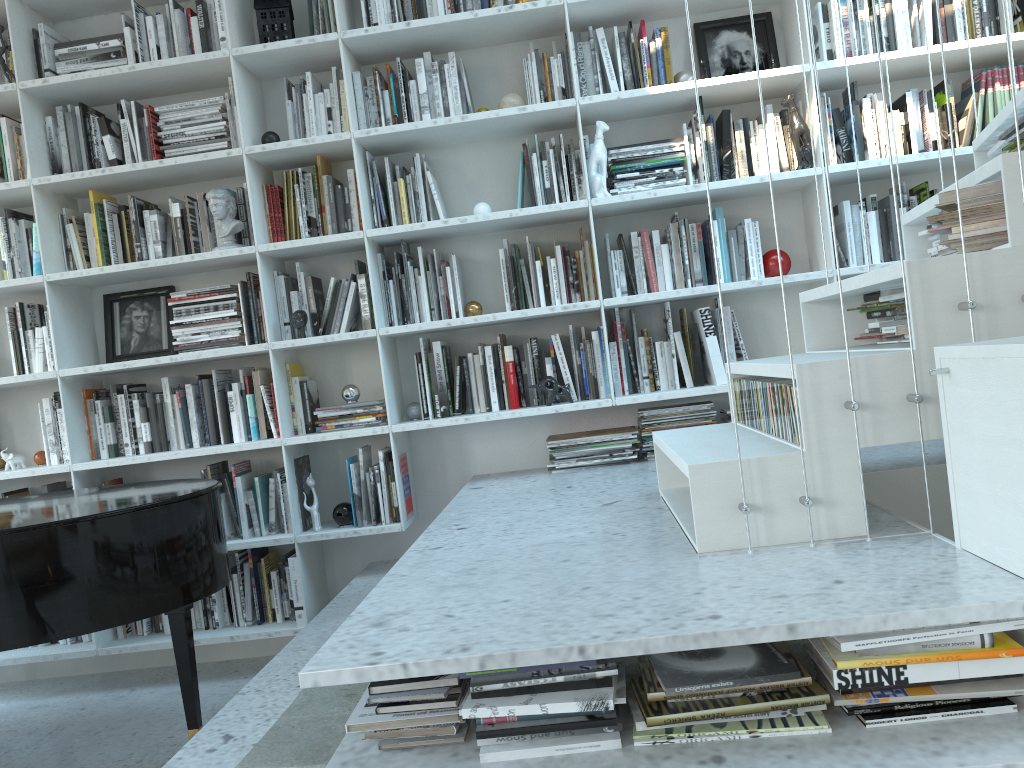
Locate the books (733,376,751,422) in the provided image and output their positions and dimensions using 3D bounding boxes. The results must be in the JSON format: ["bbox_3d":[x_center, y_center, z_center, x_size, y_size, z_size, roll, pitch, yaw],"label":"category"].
[{"bbox_3d":[0.698,0.039,2.517,0.125,0.125,0.009,-7,2,4],"label":"books"}]

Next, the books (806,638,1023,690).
[{"bbox_3d":[0.626,0.420,1.392,0.284,0.030,0.177,-7,1,5],"label":"books"}]

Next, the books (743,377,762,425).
[{"bbox_3d":[0.687,0.043,2.364,0.125,0.125,0.008,-7,2,4],"label":"books"}]

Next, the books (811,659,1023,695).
[{"bbox_3d":[0.630,0.442,1.401,0.268,0.014,0.160,-7,1,3],"label":"books"}]

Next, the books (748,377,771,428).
[{"bbox_3d":[0.683,0.045,2.303,0.125,0.125,0.008,-7,2,4],"label":"books"}]

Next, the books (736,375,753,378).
[{"bbox_3d":[0.702,0.038,2.563,0.125,0.125,0.008,-7,2,4],"label":"books"}]

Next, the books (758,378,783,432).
[{"bbox_3d":[0.674,0.048,2.177,0.125,0.125,0.008,-7,2,4],"label":"books"}]

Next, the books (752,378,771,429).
[{"bbox_3d":[0.679,0.046,2.250,0.125,0.125,0.007,-7,2,4],"label":"books"}]

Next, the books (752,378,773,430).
[{"bbox_3d":[0.678,0.046,2.241,0.125,0.125,0.010,-7,2,4],"label":"books"}]

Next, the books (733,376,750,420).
[{"bbox_3d":[0.699,0.039,2.525,0.125,0.125,0.008,-7,2,4],"label":"books"}]

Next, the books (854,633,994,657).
[{"bbox_3d":[0.621,0.381,1.390,0.192,0.024,0.167,-7,1,9],"label":"books"}]

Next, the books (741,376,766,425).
[{"bbox_3d":[0.690,0.042,2.395,0.125,0.125,0.007,-7,2,4],"label":"books"}]

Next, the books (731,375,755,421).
[{"bbox_3d":[0.700,0.038,2.548,0.125,0.125,0.009,-7,2,4],"label":"books"}]

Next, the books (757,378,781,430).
[{"bbox_3d":[0.674,0.048,2.186,0.125,0.125,0.010,-7,2,4],"label":"books"}]

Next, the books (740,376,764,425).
[{"bbox_3d":[0.691,0.042,2.414,0.125,0.125,0.010,-7,2,4],"label":"books"}]

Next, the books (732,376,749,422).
[{"bbox_3d":[0.699,0.038,2.532,0.125,0.125,0.007,-7,2,4],"label":"books"}]

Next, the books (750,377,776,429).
[{"bbox_3d":[0.680,0.046,2.268,0.125,0.125,0.010,-7,2,4],"label":"books"}]

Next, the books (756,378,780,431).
[{"bbox_3d":[0.675,0.047,2.194,0.125,0.125,0.007,-7,2,4],"label":"books"}]

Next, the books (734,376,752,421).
[{"bbox_3d":[0.698,0.039,2.509,0.125,0.125,0.007,-7,2,4],"label":"books"}]

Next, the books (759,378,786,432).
[{"bbox_3d":[0.672,0.049,2.154,0.125,0.125,0.008,-7,2,4],"label":"books"}]

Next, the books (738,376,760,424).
[{"bbox_3d":[0.693,0.041,2.442,0.125,0.125,0.008,-7,2,4],"label":"books"}]

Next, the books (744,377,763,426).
[{"bbox_3d":[0.687,0.043,2.357,0.125,0.125,0.008,-7,2,4],"label":"books"}]

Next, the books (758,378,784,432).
[{"bbox_3d":[0.673,0.048,2.168,0.125,0.125,0.008,-7,2,4],"label":"books"}]

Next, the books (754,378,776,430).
[{"bbox_3d":[0.677,0.047,2.218,0.125,0.125,0.010,-7,2,4],"label":"books"}]

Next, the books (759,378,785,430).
[{"bbox_3d":[0.673,0.048,2.161,0.125,0.125,0.008,-7,2,4],"label":"books"}]

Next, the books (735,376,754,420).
[{"bbox_3d":[0.697,0.040,2.493,0.125,0.125,0.010,-7,2,4],"label":"books"}]

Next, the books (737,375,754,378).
[{"bbox_3d":[0.701,0.038,2.555,0.125,0.125,0.008,-7,2,4],"label":"books"}]

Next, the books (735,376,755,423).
[{"bbox_3d":[0.696,0.040,2.484,0.125,0.125,0.012,-7,2,4],"label":"books"}]

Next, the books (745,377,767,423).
[{"bbox_3d":[0.685,0.044,2.333,0.125,0.125,0.008,-7,2,4],"label":"books"}]

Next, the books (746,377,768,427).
[{"bbox_3d":[0.684,0.044,2.325,0.125,0.125,0.007,-7,2,4],"label":"books"}]

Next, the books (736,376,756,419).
[{"bbox_3d":[0.695,0.040,2.473,0.125,0.125,0.008,-7,2,4],"label":"books"}]

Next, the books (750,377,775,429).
[{"bbox_3d":[0.681,0.045,2.279,0.125,0.125,0.012,-7,2,4],"label":"books"}]

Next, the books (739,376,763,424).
[{"bbox_3d":[0.692,0.041,2.425,0.125,0.125,0.010,-7,2,4],"label":"books"}]

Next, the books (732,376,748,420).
[{"bbox_3d":[0.700,0.038,2.539,0.125,0.125,0.008,-7,2,4],"label":"books"}]

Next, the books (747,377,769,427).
[{"bbox_3d":[0.684,0.044,2.318,0.125,0.125,0.007,-7,2,4],"label":"books"}]

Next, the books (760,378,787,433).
[{"bbox_3d":[0.672,0.049,2.147,0.125,0.125,0.008,-7,2,4],"label":"books"}]

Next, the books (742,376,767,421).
[{"bbox_3d":[0.689,0.042,2.387,0.125,0.125,0.009,-7,2,4],"label":"books"}]

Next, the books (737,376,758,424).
[{"bbox_3d":[0.694,0.040,2.458,0.125,0.125,0.007,-7,2,4],"label":"books"}]

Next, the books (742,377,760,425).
[{"bbox_3d":[0.688,0.043,2.380,0.125,0.125,0.009,-7,2,4],"label":"books"}]

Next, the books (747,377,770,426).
[{"bbox_3d":[0.683,0.044,2.310,0.125,0.125,0.007,-7,2,4],"label":"books"}]

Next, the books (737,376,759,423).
[{"bbox_3d":[0.693,0.041,2.450,0.125,0.125,0.007,-7,2,4],"label":"books"}]

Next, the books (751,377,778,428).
[{"bbox_3d":[0.680,0.046,2.260,0.125,0.125,0.009,-7,2,4],"label":"books"}]

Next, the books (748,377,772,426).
[{"bbox_3d":[0.682,0.045,2.296,0.125,0.125,0.008,-7,2,4],"label":"books"}]

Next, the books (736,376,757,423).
[{"bbox_3d":[0.695,0.040,2.465,0.125,0.125,0.007,-7,2,4],"label":"books"}]

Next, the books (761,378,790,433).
[{"bbox_3d":[0.671,0.049,2.132,0.125,0.125,0.008,-7,2,4],"label":"books"}]

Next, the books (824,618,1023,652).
[{"bbox_3d":[0.618,0.363,1.378,0.285,0.013,0.181,-7,1,-1],"label":"books"}]

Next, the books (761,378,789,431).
[{"bbox_3d":[0.671,0.049,2.139,0.125,0.125,0.007,-7,2,4],"label":"books"}]

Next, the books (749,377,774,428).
[{"bbox_3d":[0.682,0.045,2.289,0.125,0.125,0.008,-7,2,4],"label":"books"}]

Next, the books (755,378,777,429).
[{"bbox_3d":[0.676,0.047,2.209,0.125,0.125,0.007,-7,2,4],"label":"books"}]

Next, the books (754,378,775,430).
[{"bbox_3d":[0.678,0.047,2.229,0.125,0.125,0.014,-7,2,4],"label":"books"}]

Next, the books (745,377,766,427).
[{"bbox_3d":[0.686,0.044,2.341,0.125,0.125,0.008,-7,2,4],"label":"books"}]

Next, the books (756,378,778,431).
[{"bbox_3d":[0.676,0.047,2.202,0.125,0.125,0.007,-7,2,4],"label":"books"}]

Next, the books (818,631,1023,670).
[{"bbox_3d":[0.623,0.399,1.383,0.261,0.012,0.179,-7,1,8],"label":"books"}]

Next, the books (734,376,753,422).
[{"bbox_3d":[0.697,0.039,2.502,0.125,0.125,0.008,-7,2,4],"label":"books"}]

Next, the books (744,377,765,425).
[{"bbox_3d":[0.686,0.043,2.349,0.125,0.125,0.008,-7,2,4],"label":"books"}]

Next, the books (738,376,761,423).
[{"bbox_3d":[0.692,0.041,2.435,0.125,0.125,0.008,-7,2,4],"label":"books"}]

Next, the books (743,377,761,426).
[{"bbox_3d":[0.688,0.043,2.371,0.125,0.125,0.007,-7,2,4],"label":"books"}]
